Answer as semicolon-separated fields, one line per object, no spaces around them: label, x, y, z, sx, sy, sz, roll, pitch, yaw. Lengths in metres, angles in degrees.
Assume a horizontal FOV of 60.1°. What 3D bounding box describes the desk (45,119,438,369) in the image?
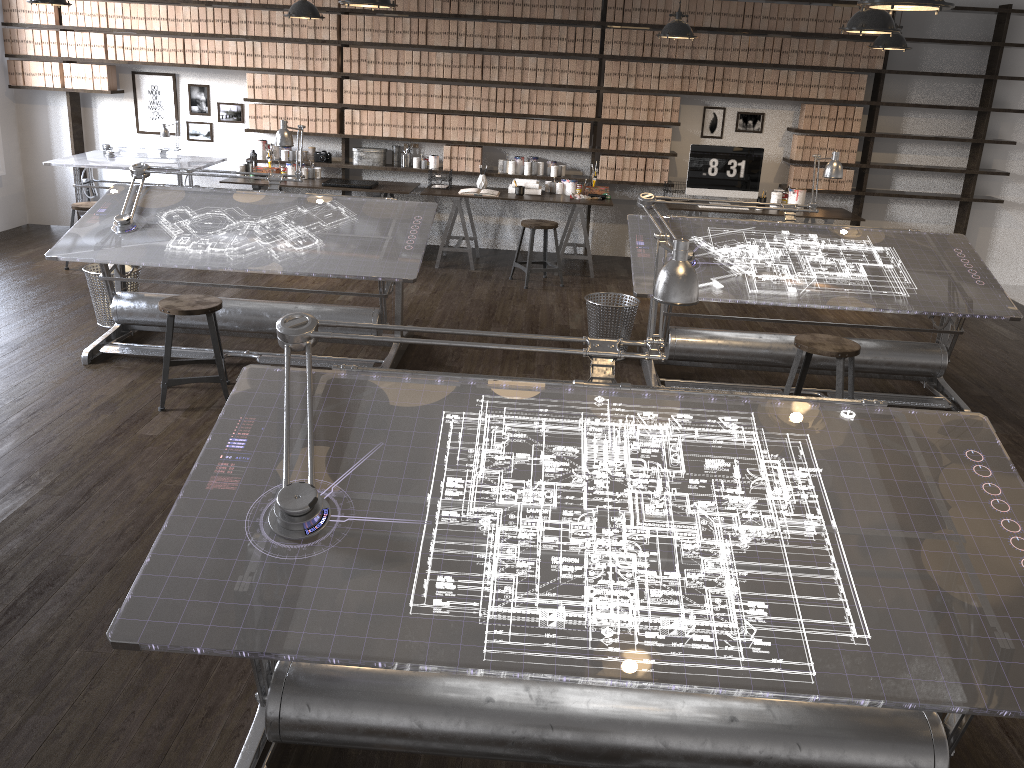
desk;-1.626;-0.889;5.338;2.280;1.366;1.093;4;18;2

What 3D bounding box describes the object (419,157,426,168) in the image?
object;-0.843;-2.084;8.333;0.063;0.092;0.064;-10;22;-34

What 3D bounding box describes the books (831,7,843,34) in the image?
books;2.820;-3.174;7.741;0.067;0.222;0.177;4;18;2

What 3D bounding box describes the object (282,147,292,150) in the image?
object;-2.135;-2.190;8.395;0.095;0.126;0.095;14;21;31

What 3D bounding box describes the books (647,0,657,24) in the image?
books;1.230;-3.281;7.798;0.067;0.222;0.177;4;18;2

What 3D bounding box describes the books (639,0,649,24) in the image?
books;1.159;-3.286;7.801;0.067;0.222;0.177;4;18;2

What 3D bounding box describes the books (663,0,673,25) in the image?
books;1.364;-3.272;7.793;0.067;0.222;0.177;4;18;2

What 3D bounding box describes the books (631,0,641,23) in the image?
books;1.089;-3.289;7.799;0.067;0.222;0.177;4;18;2

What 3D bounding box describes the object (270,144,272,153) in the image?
object;-2.281;-2.216;8.417;0.072;0.127;0.072;-12;23;-39

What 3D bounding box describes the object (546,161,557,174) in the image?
object;0.371;-2.031;8.329;0.094;0.128;0.096;0;19;-10

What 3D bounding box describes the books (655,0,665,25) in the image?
books;1.297;-3.275;7.791;0.067;0.222;0.177;4;18;2

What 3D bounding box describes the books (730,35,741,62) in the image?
books;1.968;-2.970;7.851;0.067;0.222;0.177;4;18;2

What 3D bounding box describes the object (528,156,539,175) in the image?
object;0.196;-2.038;8.282;0.094;0.159;0.208;4;19;3

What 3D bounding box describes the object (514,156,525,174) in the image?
object;0.067;-2.042;8.276;0.095;0.159;0.095;3;18;-2

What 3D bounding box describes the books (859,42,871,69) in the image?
books;3.090;-2.894;7.810;0.067;0.222;0.177;4;18;2

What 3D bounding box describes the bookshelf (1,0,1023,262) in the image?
bookshelf;-0.090;-2.082;8.331;9.177;3.161;0.379;4;17;2

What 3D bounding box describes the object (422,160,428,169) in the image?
object;-0.801;-2.072;8.316;0.062;0.092;0.183;8;20;15

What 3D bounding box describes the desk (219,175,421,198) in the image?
desk;-1.721;-1.510;8.102;1.668;0.660;0.665;4;19;2

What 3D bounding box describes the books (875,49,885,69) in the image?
books;3.219;-2.886;7.809;0.067;0.222;0.177;4;18;2

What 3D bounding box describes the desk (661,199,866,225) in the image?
desk;2.174;-1.250;7.969;1.668;0.660;0.665;4;19;2

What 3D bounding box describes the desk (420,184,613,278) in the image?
desk;0.039;-1.392;8.042;1.668;0.660;0.665;4;19;2

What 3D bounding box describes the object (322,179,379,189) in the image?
object;-1.435;-1.781;7.880;0.445;0.033;0.317;4;20;2

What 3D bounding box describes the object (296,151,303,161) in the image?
object;-1.994;-2.143;8.322;0.062;0.093;0.063;-1;19;-12

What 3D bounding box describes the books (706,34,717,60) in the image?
books;1.759;-2.983;7.857;0.067;0.222;0.177;4;18;2

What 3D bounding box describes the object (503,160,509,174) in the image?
object;-0.054;-2.018;8.237;0.063;0.116;0.063;19;24;40

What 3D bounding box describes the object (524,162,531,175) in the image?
object;0.144;-1.991;8.191;0.062;0.117;0.062;-7;20;-28

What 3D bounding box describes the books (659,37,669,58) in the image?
books;1.348;-3.011;7.871;0.067;0.222;0.177;4;18;2

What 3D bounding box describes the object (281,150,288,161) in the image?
object;-2.127;-2.139;8.292;0.062;0.093;0.063;-1;19;-12

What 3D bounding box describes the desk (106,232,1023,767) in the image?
desk;0.245;0.334;2.224;2.069;1.366;1.093;4;18;2

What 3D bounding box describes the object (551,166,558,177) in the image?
object;0.389;-1.962;8.178;0.062;0.094;0.062;15;21;32

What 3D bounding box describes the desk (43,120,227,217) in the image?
desk;-3.341;-1.813;8.064;1.269;1.082;1.087;4;19;2

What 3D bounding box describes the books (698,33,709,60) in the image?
books;1.686;-2.988;7.861;0.067;0.222;0.177;4;18;2

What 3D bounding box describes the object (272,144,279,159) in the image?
object;-2.232;-2.193;8.358;0.070;0.128;0.070;18;23;38

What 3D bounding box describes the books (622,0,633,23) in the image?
books;1.018;-3.296;7.806;0.067;0.222;0.177;4;18;2

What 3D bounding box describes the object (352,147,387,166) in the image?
object;-1.336;-2.135;8.316;0.317;0.150;0.196;4;19;1

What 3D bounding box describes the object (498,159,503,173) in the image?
object;-0.098;-2.038;8.284;0.062;0.117;0.062;19;24;40

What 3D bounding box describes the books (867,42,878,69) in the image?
books;3.157;-2.891;7.812;0.067;0.222;0.177;4;18;2

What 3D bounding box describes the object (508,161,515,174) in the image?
object;-0.001;-2.000;8.193;0.062;0.117;0.062;-10;22;-36

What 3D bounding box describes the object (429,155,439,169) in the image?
object;-0.731;-2.069;8.272;0.095;0.126;0.095;6;18;8

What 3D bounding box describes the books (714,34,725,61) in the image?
books;1.829;-2.980;7.858;0.067;0.222;0.177;4;18;2

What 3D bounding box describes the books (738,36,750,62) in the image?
books;2.040;-2.964;7.846;0.067;0.222;0.177;4;18;2

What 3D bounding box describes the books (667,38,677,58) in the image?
books;1.419;-3.007;7.873;0.067;0.222;0.177;4;18;2

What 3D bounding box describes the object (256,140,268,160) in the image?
object;-2.338;-2.191;8.285;0.106;0.174;0.109;4;18;3

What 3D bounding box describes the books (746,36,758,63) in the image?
books;2.112;-2.959;7.843;0.067;0.222;0.177;4;18;2

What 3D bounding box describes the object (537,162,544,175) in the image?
object;0.265;-2.007;8.254;0.062;0.117;0.062;-7;20;-28

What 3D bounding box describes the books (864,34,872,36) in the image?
books;3.102;-3.156;7.734;0.067;0.222;0.177;4;18;2

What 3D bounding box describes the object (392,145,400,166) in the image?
object;-1.098;-2.160;8.388;0.079;0.185;0.080;-3;19;-18

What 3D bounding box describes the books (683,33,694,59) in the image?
books;1.557;-2.996;7.863;0.067;0.222;0.177;4;18;2

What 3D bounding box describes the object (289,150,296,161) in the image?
object;-2.058;-2.139;8.303;0.062;0.092;0.064;-1;19;-12

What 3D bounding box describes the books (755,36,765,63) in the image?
books;2.176;-2.956;7.845;0.067;0.222;0.177;4;18;2

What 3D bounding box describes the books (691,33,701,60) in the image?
books;1.624;-2.993;7.865;0.067;0.222;0.177;4;18;2

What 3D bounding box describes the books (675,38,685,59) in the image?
books;1.490;-3.003;7.871;0.067;0.222;0.177;4;18;2

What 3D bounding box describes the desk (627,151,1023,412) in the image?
desk;1.718;-0.666;5.223;2.069;1.366;1.093;4;18;2

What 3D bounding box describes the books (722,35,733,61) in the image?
books;1.899;-2.976;7.858;0.067;0.222;0.177;4;18;2

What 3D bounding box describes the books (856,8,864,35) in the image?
books;3.028;-3.161;7.735;0.067;0.222;0.177;4;18;2

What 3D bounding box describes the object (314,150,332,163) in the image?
object;-1.776;-2.132;8.301;0.171;0.107;0.092;4;18;2

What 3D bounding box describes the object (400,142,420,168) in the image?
object;-0.958;-2.169;8.295;0.181;0.268;0.159;-1;19;-13
